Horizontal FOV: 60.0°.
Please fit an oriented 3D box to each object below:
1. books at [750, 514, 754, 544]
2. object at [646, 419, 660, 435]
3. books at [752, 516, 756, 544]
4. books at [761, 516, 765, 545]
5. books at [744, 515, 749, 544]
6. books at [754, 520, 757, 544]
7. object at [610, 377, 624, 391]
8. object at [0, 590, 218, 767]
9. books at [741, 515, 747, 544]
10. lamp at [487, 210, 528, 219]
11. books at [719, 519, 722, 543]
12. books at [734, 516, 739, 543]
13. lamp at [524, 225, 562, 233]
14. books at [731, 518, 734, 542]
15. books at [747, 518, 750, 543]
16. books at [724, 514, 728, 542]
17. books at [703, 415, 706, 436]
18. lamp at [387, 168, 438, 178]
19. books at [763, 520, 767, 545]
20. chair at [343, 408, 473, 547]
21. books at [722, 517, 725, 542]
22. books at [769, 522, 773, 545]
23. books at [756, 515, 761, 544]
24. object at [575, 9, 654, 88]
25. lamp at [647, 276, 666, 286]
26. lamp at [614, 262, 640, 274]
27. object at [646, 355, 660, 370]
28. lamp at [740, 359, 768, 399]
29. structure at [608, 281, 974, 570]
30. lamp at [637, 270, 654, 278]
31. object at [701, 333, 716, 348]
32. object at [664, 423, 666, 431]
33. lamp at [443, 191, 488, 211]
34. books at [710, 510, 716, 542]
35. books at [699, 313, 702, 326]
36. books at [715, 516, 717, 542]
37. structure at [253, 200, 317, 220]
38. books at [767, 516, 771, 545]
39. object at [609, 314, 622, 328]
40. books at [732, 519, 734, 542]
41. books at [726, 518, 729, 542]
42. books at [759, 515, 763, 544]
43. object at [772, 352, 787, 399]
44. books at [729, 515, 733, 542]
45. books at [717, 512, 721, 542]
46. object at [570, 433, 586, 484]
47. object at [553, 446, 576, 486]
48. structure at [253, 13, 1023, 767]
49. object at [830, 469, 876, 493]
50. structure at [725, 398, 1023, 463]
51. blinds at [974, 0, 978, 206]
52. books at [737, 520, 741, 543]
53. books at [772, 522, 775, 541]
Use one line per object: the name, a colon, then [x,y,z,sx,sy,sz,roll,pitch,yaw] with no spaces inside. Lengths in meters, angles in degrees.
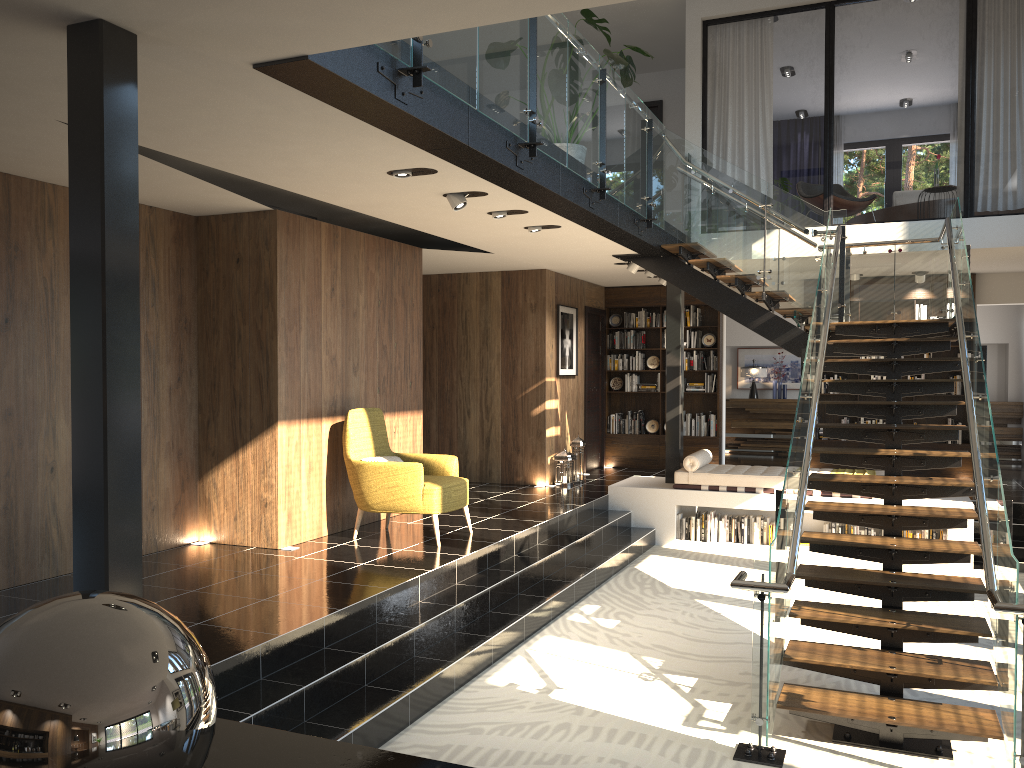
books: [2.669,1.611,9.865,0.023,0.308,0.126,1,2,23]
object: [2.075,0.635,13.084,0.212,0.222,0.082,1,1,23]
books: [2.688,1.622,9.848,0.025,0.287,0.169,1,1,23]
books: [2.774,1.619,9.804,0.023,0.293,0.157,1,1,23]
books: [2.614,1.618,9.870,0.025,0.293,0.205,1,1,23]
books: [2.702,1.642,9.817,0.027,0.246,0.193,1,1,23]
object: [1.570,0.002,13.305,0.212,0.222,0.082,1,1,23]
object: [-0.387,0.304,0.804,0.227,0.228,0.227,0,1,-16]
books: [2.582,1.615,9.870,0.033,0.299,0.195,1,1,23]
lamp: [-0.034,-1.422,7.115,0.346,0.177,0.195,0,1,23]
books: [2.347,1.643,9.936,0.029,0.240,0.165,1,1,23]
books: [2.511,1.623,9.910,0.028,0.283,0.172,1,1,23]
lamp: [0.269,-1.430,7.830,0.346,0.177,0.195,0,1,23]
books: [2.480,1.634,9.951,0.023,0.260,0.133,1,1,23]
books: [2.646,1.629,9.876,0.029,0.271,0.128,1,1,23]
books: [2.403,1.615,9.951,0.020,0.296,0.102,1,2,23]
books: [2.782,0.600,12.809,0.011,0.300,0.153,1,1,23]
lamp: [-0.640,-1.415,5.688,0.346,0.158,0.195,0,1,23]
books: [2.806,1.640,9.807,0.034,0.252,0.151,1,1,23]
chair: [-0.907,0.762,7.650,1.030,1.098,0.807,1,1,22]
books: [2.375,1.628,9.939,0.021,0.271,0.148,1,1,23]
books: [2.854,1.650,9.750,0.028,0.233,0.205,1,1,23]
books: [2.733,1.613,9.822,0.026,0.305,0.187,1,1,23]
object: [0.523,-2.474,7.859,1.464,1.555,1.260,0,1,11]
lamp: [1.970,-1.435,11.829,0.346,0.263,0.195,0,1,23]
lamp: [1.364,-1.418,10.403,0.346,0.263,0.195,0,1,23]
object: [2.084,-0.311,13.079,0.212,0.222,0.082,1,1,23]
lamp: [4.320,-0.084,15.846,0.470,0.726,0.470,0,1,15]
structure: [3.082,0.210,10.060,3.781,3.246,1.148,1,1,23]
lamp: [1.667,-1.442,11.115,0.346,0.231,0.195,0,1,23]
object: [2.828,-0.622,12.736,0.212,0.222,0.082,1,1,23]
object: [2.326,0.636,12.973,0.212,0.222,0.082,1,1,23]
lamp: [-0.336,-1.378,6.403,0.346,0.247,0.195,0,1,23]
books: [2.265,1.593,9.963,0.051,0.338,0.187,1,1,23]
books: [2.730,-0.925,12.834,0.022,0.195,0.135,1,1,23]
books: [2.300,1.621,9.948,0.025,0.283,0.149,1,1,23]
structure: [-4.216,-0.182,6.557,1.964,3.018,6.660,1,1,23]
books: [2.842,1.619,9.803,0.036,0.293,0.128,1,2,23]
object: [1.549,-0.945,13.263,0.212,0.222,0.082,1,1,23]
books: [2.493,1.633,9.928,0.019,0.261,0.183,1,1,23]
books: [2.440,1.640,9.986,0.026,0.247,0.149,1,1,23]
books: [2.752,1.613,9.808,0.020,0.305,0.172,1,1,23]
object: [4.760,-0.146,15.774,0.272,0.860,0.270,1,2,37]
books: [2.463,1.621,9.974,0.025,0.285,0.137,1,1,23]
books: [2.325,1.606,9.948,0.021,0.313,0.139,1,2,23]
object: [0.845,0.945,11.352,0.182,0.643,0.182,1,2,23]
object: [0.663,1.027,11.181,0.262,0.483,0.262,1,1,23]
structure: [1.666,-0.154,6.536,3.447,4.870,7.278,1,1,22]
object: [3.771,1.218,9.805,0.466,0.510,1.166,1,1,23]
structure: [5.292,0.751,15.523,6.276,0.982,0.885,0,1,23]
blinds: [5.029,-3.159,9.258,0.669,2.699,0.134,1,2,23]
books: [2.552,1.647,9.908,0.050,0.234,0.149,1,1,23]
books: [2.894,1.638,9.742,0.050,0.258,0.215,1,1,23]
